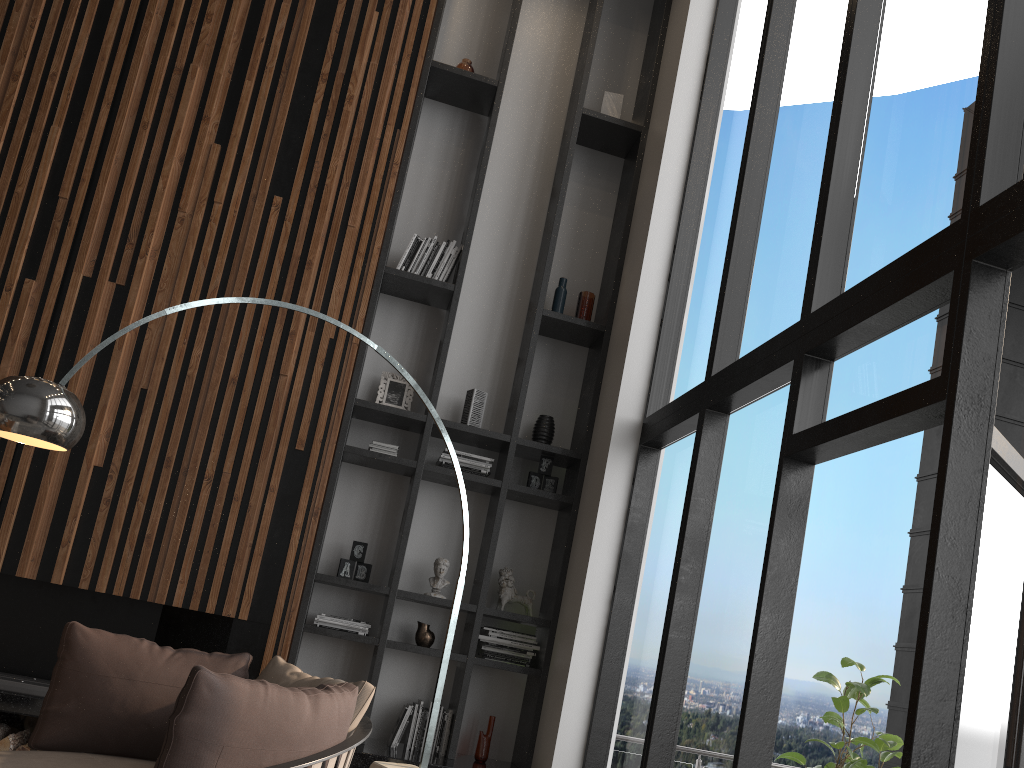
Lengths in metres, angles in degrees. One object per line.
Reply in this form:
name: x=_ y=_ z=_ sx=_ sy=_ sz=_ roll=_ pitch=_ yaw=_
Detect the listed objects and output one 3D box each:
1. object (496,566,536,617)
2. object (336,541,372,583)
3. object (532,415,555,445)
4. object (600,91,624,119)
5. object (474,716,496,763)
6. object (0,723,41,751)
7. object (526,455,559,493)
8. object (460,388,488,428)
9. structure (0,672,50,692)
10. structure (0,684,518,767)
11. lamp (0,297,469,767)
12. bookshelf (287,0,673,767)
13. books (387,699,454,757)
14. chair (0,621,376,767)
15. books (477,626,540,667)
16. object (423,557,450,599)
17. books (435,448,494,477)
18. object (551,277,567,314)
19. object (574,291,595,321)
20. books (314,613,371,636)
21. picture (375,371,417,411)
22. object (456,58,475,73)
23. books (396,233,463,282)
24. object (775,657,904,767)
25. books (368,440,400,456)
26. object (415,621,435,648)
object: x=0.025 y=1.258 z=5.298 sx=0.255 sy=0.274 sz=0.133 roll=15 pitch=-11 yaw=-18
object: x=-0.906 y=1.035 z=5.096 sx=0.190 sy=0.229 sz=0.060 roll=14 pitch=-9 yaw=-12
object: x=0.194 y=0.309 z=5.430 sx=0.142 sy=0.212 sz=0.143 roll=15 pitch=-12 yaw=-18
object: x=0.643 y=-1.765 z=5.734 sx=0.134 sy=0.253 sz=0.085 roll=11 pitch=-9 yaw=0
object: x=-0.159 y=2.063 z=5.093 sx=0.081 sy=0.259 sz=0.084 roll=9 pitch=-9 yaw=12
object: x=-1.907 y=1.955 z=4.430 sx=4.056 sy=0.381 sz=0.447 roll=14 pitch=-14 yaw=-9
object: x=0.194 y=0.555 z=5.324 sx=0.189 sy=0.227 sz=0.060 roll=13 pitch=-9 yaw=-8
object: x=-0.235 y=0.171 z=5.322 sx=0.106 sy=0.253 sz=0.105 roll=17 pitch=-11 yaw=-29
structure: x=-2.627 y=1.560 z=4.569 sx=0.714 sy=0.100 sz=0.307 roll=14 pitch=-16 yaw=-10
structure: x=-3.074 y=1.650 z=4.395 sx=6.565 sy=0.447 sz=0.685 roll=14 pitch=-15 yaw=-10
lamp: x=-1.047 y=0.788 z=3.441 sx=2.081 sy=2.272 sz=0.321 roll=19 pitch=-12 yaw=-33
bookshelf: x=-0.130 y=-0.421 z=5.413 sx=1.469 sy=5.174 sz=0.344 roll=13 pitch=-9 yaw=-10
books: x=-0.528 y=1.971 z=5.060 sx=0.334 sy=0.280 sz=0.178 roll=14 pitch=-11 yaw=-10
chair: x=-1.284 y=1.369 z=3.092 sx=1.435 sy=0.874 sz=1.539 roll=7 pitch=-15 yaw=17
books: x=-0.041 y=1.563 z=5.215 sx=0.375 sy=0.185 sz=0.223 roll=14 pitch=-14 yaw=-9
object: x=-0.434 y=1.147 z=5.171 sx=0.137 sy=0.238 sz=0.141 roll=5 pitch=-12 yaw=31
books: x=-0.291 y=0.496 z=5.269 sx=0.324 sy=0.125 sz=0.225 roll=14 pitch=-15 yaw=-10
object: x=0.298 y=-0.527 z=5.502 sx=0.077 sy=0.285 sz=0.081 roll=7 pitch=-10 yaw=26
object: x=0.455 y=-0.459 z=5.533 sx=0.103 sy=0.224 sz=0.103 roll=16 pitch=-11 yaw=-24
books: x=-0.972 y=1.376 z=5.014 sx=0.324 sy=0.076 sz=0.225 roll=14 pitch=-16 yaw=-10
picture: x=-0.705 y=0.066 z=5.292 sx=0.217 sy=0.264 sz=0.117 roll=13 pitch=-10 yaw=-9
object: x=-0.302 y=-1.963 z=5.543 sx=0.130 sy=0.167 sz=0.135 roll=1 pitch=-15 yaw=40
books: x=-0.514 y=-0.737 z=5.343 sx=0.369 sy=0.292 sz=0.190 roll=14 pitch=-11 yaw=-10
object: x=1.937 y=2.320 z=5.070 sx=0.795 sy=1.430 sz=0.528 roll=20 pitch=-13 yaw=-39
books: x=-0.767 y=0.407 z=5.187 sx=0.176 sy=0.070 sz=0.336 roll=14 pitch=-17 yaw=-9
object: x=-0.510 y=1.475 z=5.146 sx=0.099 sy=0.139 sz=0.106 roll=5 pitch=-13 yaw=28
